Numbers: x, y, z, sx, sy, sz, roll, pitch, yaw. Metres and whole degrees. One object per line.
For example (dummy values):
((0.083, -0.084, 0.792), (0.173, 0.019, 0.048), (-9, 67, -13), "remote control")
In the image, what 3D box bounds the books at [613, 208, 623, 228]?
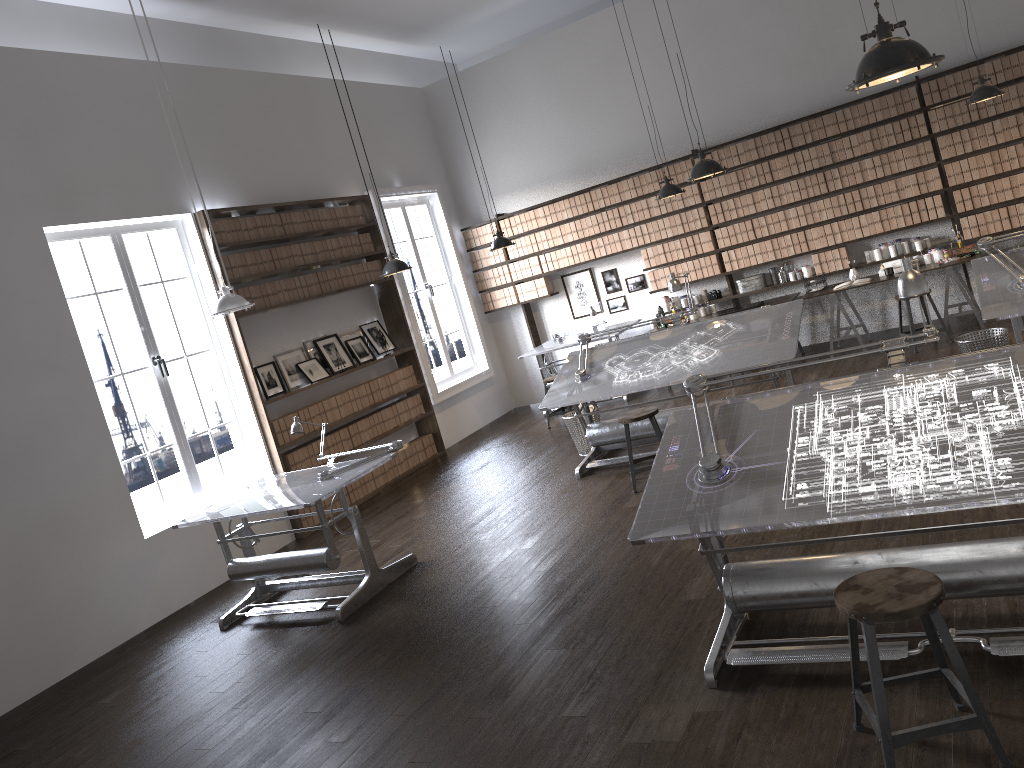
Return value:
((1.268, -1.955, 10.394), (0.066, 0.225, 0.176), (-14, 6, 29), "books")

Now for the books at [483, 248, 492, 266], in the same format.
((-0.277, -1.623, 11.266), (0.066, 0.225, 0.176), (-14, 6, 29), "books")

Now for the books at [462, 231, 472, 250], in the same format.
((-0.539, -1.846, 11.344), (0.066, 0.225, 0.176), (-14, 6, 29), "books")

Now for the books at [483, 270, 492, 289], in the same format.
((-0.273, -1.346, 11.328), (0.066, 0.225, 0.176), (-14, 6, 29), "books")

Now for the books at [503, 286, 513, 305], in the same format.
((-0.014, -1.121, 11.239), (0.066, 0.225, 0.176), (-14, 6, 29), "books")

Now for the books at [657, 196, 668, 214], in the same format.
((1.743, -2.059, 10.127), (0.066, 0.225, 0.176), (-14, 6, 29), "books")

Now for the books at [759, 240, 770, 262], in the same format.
((2.788, -1.460, 9.730), (0.066, 0.225, 0.176), (-14, 6, 29), "books")

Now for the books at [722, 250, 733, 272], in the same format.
((2.430, -1.381, 9.926), (0.066, 0.225, 0.176), (-14, 6, 29), "books")

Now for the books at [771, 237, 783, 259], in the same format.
((2.903, -1.485, 9.667), (0.066, 0.225, 0.176), (-14, 6, 29), "books")

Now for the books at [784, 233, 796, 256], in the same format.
((3.022, -1.510, 9.595), (0.066, 0.225, 0.176), (-14, 6, 29), "books")

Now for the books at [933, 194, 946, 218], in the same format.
((4.290, -1.788, 8.883), (0.066, 0.225, 0.176), (-14, 6, 29), "books")

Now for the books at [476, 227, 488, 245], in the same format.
((-0.353, -1.888, 11.248), (0.066, 0.225, 0.176), (-14, 6, 29), "books")

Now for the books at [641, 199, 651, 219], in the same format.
((1.570, -2.020, 10.223), (0.066, 0.225, 0.176), (-14, 6, 29), "books")

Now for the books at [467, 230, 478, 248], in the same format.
((-0.478, -1.860, 11.310), (0.066, 0.225, 0.176), (-14, 6, 29), "books")

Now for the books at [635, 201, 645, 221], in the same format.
((1.515, -2.009, 10.260), (0.066, 0.225, 0.176), (-14, 6, 29), "books")

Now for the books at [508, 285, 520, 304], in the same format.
((0.049, -1.135, 11.207), (0.066, 0.225, 0.176), (-14, 6, 29), "books")

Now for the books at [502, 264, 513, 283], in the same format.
((-0.025, -1.401, 11.189), (0.066, 0.225, 0.176), (-14, 6, 29), "books")

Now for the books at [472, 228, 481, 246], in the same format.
((-0.414, -1.874, 11.278), (0.066, 0.225, 0.176), (-14, 6, 29), "books")

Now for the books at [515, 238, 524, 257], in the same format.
((0.136, -1.707, 11.029), (0.066, 0.225, 0.176), (-14, 6, 29), "books")

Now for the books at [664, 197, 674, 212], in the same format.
((1.804, -2.073, 10.097), (0.066, 0.225, 0.176), (-14, 6, 29), "books")

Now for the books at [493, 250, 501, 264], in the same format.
((-0.162, -1.648, 11.203), (0.066, 0.225, 0.176), (-14, 6, 29), "books")

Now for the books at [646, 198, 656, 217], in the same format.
((1.629, -2.034, 10.195), (0.066, 0.225, 0.176), (-14, 6, 29), "books")

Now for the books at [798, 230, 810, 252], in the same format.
((3.146, -1.537, 9.525), (0.066, 0.225, 0.176), (-14, 6, 29), "books")

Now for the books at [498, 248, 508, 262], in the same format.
((-0.101, -1.662, 11.169), (0.066, 0.225, 0.176), (-14, 6, 29), "books")

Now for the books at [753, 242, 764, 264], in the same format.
((2.734, -1.448, 9.759), (0.066, 0.225, 0.176), (-14, 6, 29), "books")

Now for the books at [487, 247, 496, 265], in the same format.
((-0.222, -1.634, 11.230), (0.066, 0.225, 0.176), (-14, 6, 29), "books")

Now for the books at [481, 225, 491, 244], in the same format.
((-0.295, -1.901, 11.213), (0.066, 0.225, 0.176), (-14, 6, 29), "books")

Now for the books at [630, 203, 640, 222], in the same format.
((1.455, -1.996, 10.295), (0.066, 0.225, 0.176), (-14, 6, 29), "books")

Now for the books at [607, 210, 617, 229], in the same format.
((1.207, -1.942, 10.434), (0.066, 0.225, 0.176), (-14, 6, 29), "books")

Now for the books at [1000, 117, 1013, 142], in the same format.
((4.744, -2.443, 8.504), (0.066, 0.225, 0.176), (-14, 6, 29), "books")

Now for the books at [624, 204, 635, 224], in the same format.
((1.393, -1.982, 10.325), (0.066, 0.225, 0.176), (-14, 6, 29), "books")

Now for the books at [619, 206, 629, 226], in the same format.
((1.334, -1.970, 10.363), (0.066, 0.225, 0.176), (-14, 6, 29), "books")

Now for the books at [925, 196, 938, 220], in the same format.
((4.223, -1.773, 8.919), (0.066, 0.225, 0.176), (-14, 6, 29), "books")

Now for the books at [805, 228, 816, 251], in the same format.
((3.211, -1.552, 9.494), (0.066, 0.225, 0.176), (-14, 6, 29), "books")

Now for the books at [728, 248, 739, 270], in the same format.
((2.493, -1.395, 9.894), (0.066, 0.225, 0.176), (-14, 6, 29), "books")

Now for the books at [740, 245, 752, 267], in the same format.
((2.613, -1.421, 9.829), (0.066, 0.225, 0.176), (-14, 6, 29), "books")

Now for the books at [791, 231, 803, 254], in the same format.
((3.084, -1.525, 9.565), (0.066, 0.225, 0.176), (-14, 6, 29), "books")

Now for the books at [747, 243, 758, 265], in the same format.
((2.671, -1.434, 9.792), (0.066, 0.225, 0.176), (-14, 6, 29), "books")

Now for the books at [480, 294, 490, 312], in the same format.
((-0.309, -1.057, 11.413), (0.066, 0.225, 0.176), (-14, 6, 29), "books")

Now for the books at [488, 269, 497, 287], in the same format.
((-0.215, -1.358, 11.291), (0.066, 0.225, 0.176), (-14, 6, 29), "books")

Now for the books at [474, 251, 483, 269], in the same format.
((-0.394, -1.597, 11.328), (0.066, 0.225, 0.176), (-14, 6, 29), "books")

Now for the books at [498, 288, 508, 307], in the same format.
((-0.076, -1.107, 11.273), (0.066, 0.225, 0.176), (-14, 6, 29), "books")

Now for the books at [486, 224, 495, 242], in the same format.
((-0.236, -1.913, 11.176), (0.066, 0.225, 0.176), (-14, 6, 29), "books")

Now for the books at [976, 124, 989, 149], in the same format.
((4.569, -2.404, 8.603), (0.066, 0.225, 0.176), (-14, 6, 29), "books")

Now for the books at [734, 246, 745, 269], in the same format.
((2.554, -1.409, 9.864), (0.066, 0.225, 0.176), (-14, 6, 29), "books")

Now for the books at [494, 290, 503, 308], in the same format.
((-0.128, -1.097, 11.308), (0.066, 0.225, 0.176), (-14, 6, 29), "books")

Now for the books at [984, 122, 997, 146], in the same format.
((4.627, -2.417, 8.566), (0.066, 0.225, 0.176), (-14, 6, 29), "books")

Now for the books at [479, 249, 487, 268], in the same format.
((-0.331, -1.611, 11.295), (0.066, 0.225, 0.176), (-14, 6, 29), "books")

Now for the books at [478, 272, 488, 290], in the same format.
((-0.334, -1.333, 11.362), (0.066, 0.225, 0.176), (-14, 6, 29), "books")

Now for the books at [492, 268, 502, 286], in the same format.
((-0.152, -1.373, 11.261), (0.066, 0.225, 0.176), (-14, 6, 29), "books")

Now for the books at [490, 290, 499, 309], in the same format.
((-0.182, -1.085, 11.341), (0.066, 0.225, 0.176), (-14, 6, 29), "books")

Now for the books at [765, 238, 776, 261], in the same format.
((2.843, -1.471, 9.694), (0.066, 0.225, 0.176), (-14, 6, 29), "books")

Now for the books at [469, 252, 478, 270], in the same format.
((-0.452, -1.585, 11.365), (0.066, 0.225, 0.176), (-14, 6, 29), "books")

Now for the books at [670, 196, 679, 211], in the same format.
((1.865, -2.086, 10.065), (0.066, 0.225, 0.176), (-14, 6, 29), "books")

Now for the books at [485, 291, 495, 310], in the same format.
((-0.248, -1.070, 11.372), (0.066, 0.225, 0.176), (-14, 6, 29), "books")

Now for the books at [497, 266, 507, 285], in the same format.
((-0.091, -1.386, 11.220), (0.066, 0.225, 0.176), (-14, 6, 29), "books")

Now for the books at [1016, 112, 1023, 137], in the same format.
((4.859, -2.468, 8.441), (0.066, 0.225, 0.176), (-14, 6, 29), "books")

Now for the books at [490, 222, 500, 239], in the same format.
((-0.174, -1.927, 11.143), (0.066, 0.225, 0.176), (-14, 6, 29), "books")

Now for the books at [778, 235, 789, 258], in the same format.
((2.963, -1.498, 9.633), (0.066, 0.225, 0.176), (-14, 6, 29), "books")

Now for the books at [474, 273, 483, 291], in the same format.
((-0.394, -1.319, 11.389), (0.066, 0.225, 0.176), (-14, 6, 29), "books")
